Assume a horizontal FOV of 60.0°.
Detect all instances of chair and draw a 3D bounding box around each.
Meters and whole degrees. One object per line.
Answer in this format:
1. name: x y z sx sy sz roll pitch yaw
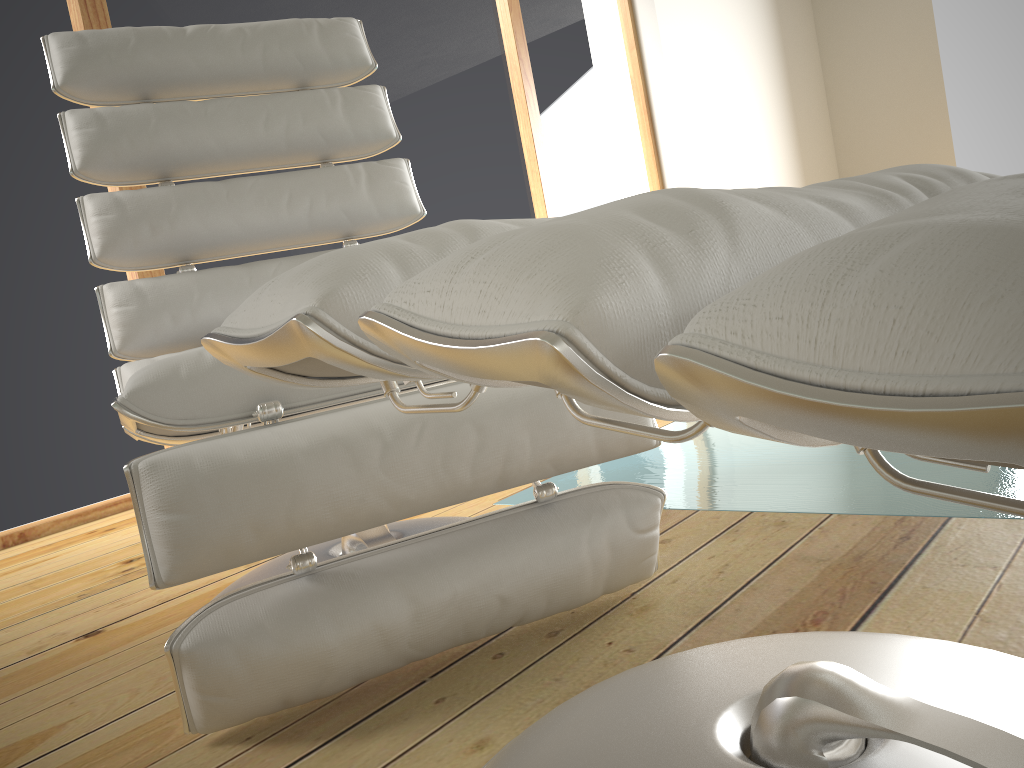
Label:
1. chair: -0.300 -0.175 1.290 0.571 0.966 0.914 -13 5 -23

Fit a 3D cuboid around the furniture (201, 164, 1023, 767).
1. furniture: 0.211 0.077 0.537 0.572 0.438 0.685 -15 7 -41
